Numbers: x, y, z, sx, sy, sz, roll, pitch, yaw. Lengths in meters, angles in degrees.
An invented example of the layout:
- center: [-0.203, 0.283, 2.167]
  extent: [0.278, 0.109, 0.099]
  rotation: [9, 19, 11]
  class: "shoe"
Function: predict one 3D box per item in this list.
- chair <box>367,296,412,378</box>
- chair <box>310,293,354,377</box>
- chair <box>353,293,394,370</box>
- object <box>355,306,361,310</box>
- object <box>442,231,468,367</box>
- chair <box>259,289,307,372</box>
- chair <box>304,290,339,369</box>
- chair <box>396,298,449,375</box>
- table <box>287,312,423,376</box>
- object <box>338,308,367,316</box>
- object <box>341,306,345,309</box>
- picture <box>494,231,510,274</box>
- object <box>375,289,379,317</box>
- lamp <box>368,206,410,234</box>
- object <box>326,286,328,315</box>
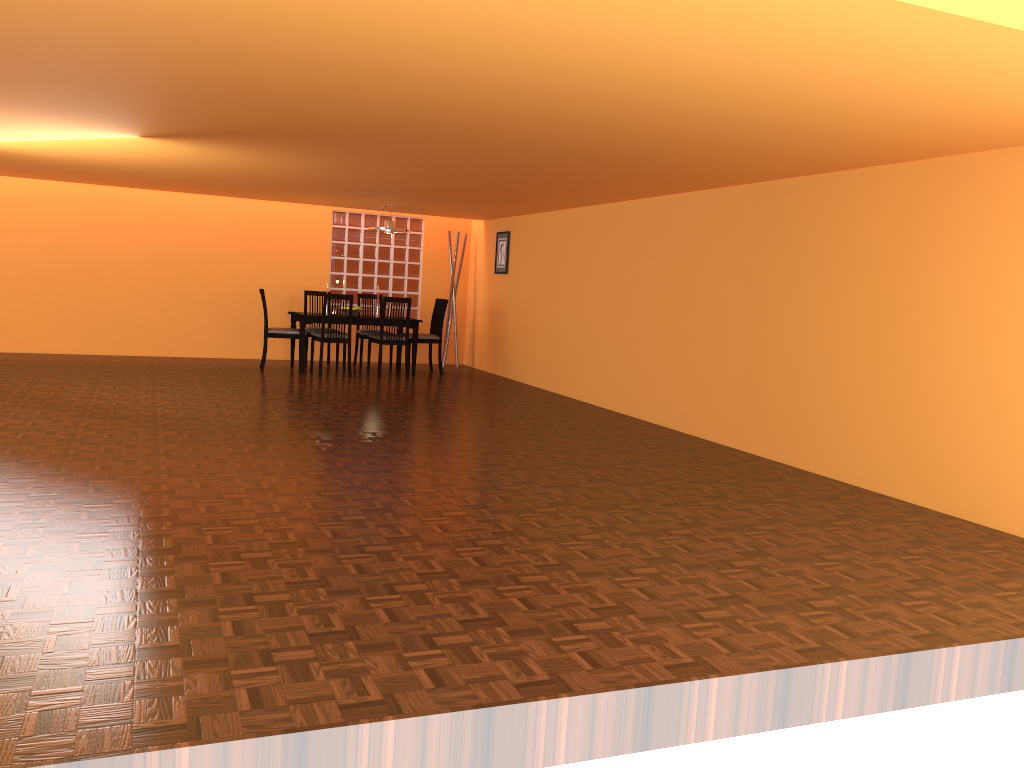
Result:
- center: [-1.226, -0.476, 8.938]
  extent: [0.373, 0.809, 0.465]
  rotation: [1, 7, -22]
  class: "chair"
- center: [-1.759, -0.486, 8.718]
  extent: [0.373, 0.809, 0.465]
  rotation: [1, 7, -22]
  class: "chair"
- center: [-1.512, -0.569, 9.642]
  extent: [0.373, 0.809, 0.465]
  rotation: [1, 7, -22]
  class: "chair"
- center: [-1.592, -0.774, 9.150]
  extent: [0.069, 0.066, 0.069]
  rotation: [2, 6, -13]
  class: "object"
- center: [-0.681, -0.984, 10.367]
  extent: [0.226, 1.589, 0.308]
  rotation: [3, 6, 0]
  class: "object"
- center: [-2.310, -0.539, 8.901]
  extent: [0.465, 0.809, 0.373]
  rotation: [2, 6, -17]
  class: "chair"
- center: [-2.046, -0.578, 9.423]
  extent: [0.373, 0.809, 0.465]
  rotation: [1, 7, -22]
  class: "chair"
- center: [-0.954, -0.514, 9.450]
  extent: [0.465, 0.809, 0.373]
  rotation: [0, 7, -27]
  class: "chair"
- center: [-1.637, -0.412, 9.162]
  extent: [1.259, 0.584, 0.697]
  rotation: [1, 7, -22]
  class: "table"
- center: [-1.660, -0.740, 9.124]
  extent: [0.337, 0.072, 0.337]
  rotation: [8, 7, 34]
  class: "object"
- center: [-1.722, -0.770, 9.048]
  extent: [0.055, 0.046, 0.046]
  rotation: [-1, 8, -39]
  class: "object"
- center: [-0.110, -1.428, 9.657]
  extent: [0.014, 0.456, 0.361]
  rotation: [1, 7, -22]
  class: "picture"
- center: [-1.394, -0.861, 9.219]
  extent: [0.044, 0.326, 0.044]
  rotation: [0, 7, -34]
  class: "object"
- center: [-1.263, -1.690, 9.147]
  extent: [0.435, 0.274, 0.435]
  rotation: [4, 6, 0]
  class: "lamp"
- center: [-1.863, -0.860, 8.936]
  extent: [0.044, 0.326, 0.044]
  rotation: [0, 7, -34]
  class: "object"
